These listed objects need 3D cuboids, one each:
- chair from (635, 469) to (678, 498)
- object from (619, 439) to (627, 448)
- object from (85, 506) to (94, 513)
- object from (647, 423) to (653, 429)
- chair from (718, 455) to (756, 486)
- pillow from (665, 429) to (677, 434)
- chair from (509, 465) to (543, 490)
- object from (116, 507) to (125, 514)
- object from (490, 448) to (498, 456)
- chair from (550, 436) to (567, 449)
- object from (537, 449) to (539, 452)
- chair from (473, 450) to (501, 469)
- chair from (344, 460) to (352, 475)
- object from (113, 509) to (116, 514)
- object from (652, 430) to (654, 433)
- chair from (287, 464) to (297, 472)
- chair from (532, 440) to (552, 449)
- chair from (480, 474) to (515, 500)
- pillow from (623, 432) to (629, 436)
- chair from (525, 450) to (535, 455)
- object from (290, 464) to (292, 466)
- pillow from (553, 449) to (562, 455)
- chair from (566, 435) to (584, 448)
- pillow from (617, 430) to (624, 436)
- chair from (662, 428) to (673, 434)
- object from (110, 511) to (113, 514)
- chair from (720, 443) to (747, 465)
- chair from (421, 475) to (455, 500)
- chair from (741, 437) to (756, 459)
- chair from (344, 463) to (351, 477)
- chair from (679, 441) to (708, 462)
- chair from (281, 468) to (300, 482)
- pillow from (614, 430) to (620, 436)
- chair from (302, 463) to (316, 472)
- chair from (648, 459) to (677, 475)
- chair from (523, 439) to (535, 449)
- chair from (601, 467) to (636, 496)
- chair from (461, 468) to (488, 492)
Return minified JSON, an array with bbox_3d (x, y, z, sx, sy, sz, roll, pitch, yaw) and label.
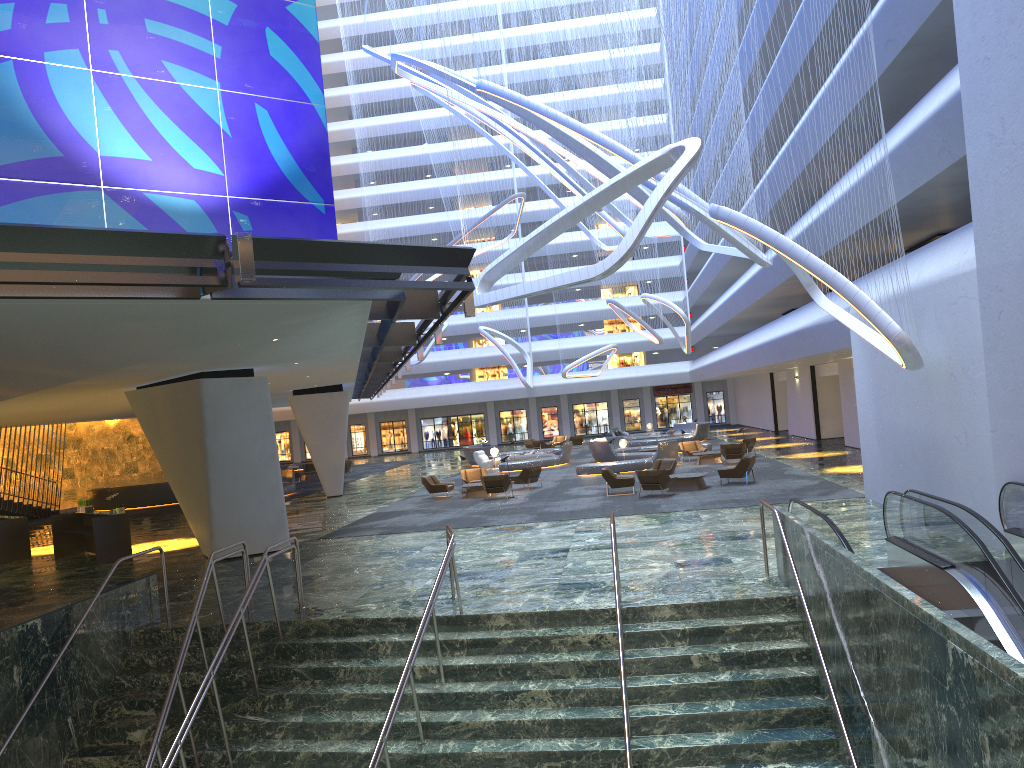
[{"bbox_3d":[3.875,2.656,23.886,0.931,0.767,0.937,-6,-1,34],"label":"chair"},{"bbox_3d":[4.760,2.546,37.942,0.367,0.387,0.318,-5,0,14],"label":"object"},{"bbox_3d":[-10.669,3.173,22.372,0.150,0.145,0.150,-6,-1,40],"label":"object"},{"bbox_3d":[8.836,2.714,56.887,0.366,0.387,0.318,-5,0,-11],"label":"object"},{"bbox_3d":[6.395,2.459,25.140,0.940,0.767,0.928,-6,-1,31],"label":"chair"},{"bbox_3d":[9.215,2.763,51.346,0.691,0.262,0.878,-4,-2,-31],"label":"pillow"},{"bbox_3d":[0.479,3.133,29.625,0.940,0.767,0.928,-6,-1,40],"label":"chair"},{"bbox_3d":[-9.308,3.008,21.073,0.149,0.150,0.149,-6,-1,41],"label":"object"},{"bbox_3d":[-0.813,3.151,41.094,0.366,0.387,0.318,-5,0,-11],"label":"object"},{"bbox_3d":[2.926,3.620,54.812,0.930,0.767,0.938,-6,-1,25],"label":"chair"},{"bbox_3d":[1.346,3.422,45.603,0.071,0.118,0.151,-5,-1,17],"label":"object"},{"bbox_3d":[-1.148,3.574,41.928,1.158,0.882,0.728,-6,-1,26],"label":"chair"},{"bbox_3d":[-9.172,4.543,47.894,0.937,0.767,0.931,-4,-1,-45],"label":"chair"},{"bbox_3d":[-9.489,3.050,21.237,0.108,0.108,0.111,-6,-1,41],"label":"object"},{"bbox_3d":[8.666,2.920,54.272,0.131,0.252,0.103,-5,0,-10],"label":"object"},{"bbox_3d":[-14.014,5.363,56.380,0.587,0.501,0.490,-6,-1,23],"label":"chair"},{"bbox_3d":[1.723,3.642,51.687,0.937,0.767,0.931,-5,-1,-42],"label":"chair"},{"bbox_3d":[-0.454,3.152,27.268,0.930,0.767,0.938,-5,-1,13],"label":"chair"},{"bbox_3d":[6.995,3.101,55.217,0.875,0.280,0.683,-7,-2,44],"label":"pillow"},{"bbox_3d":[0.452,3.726,45.812,1.782,0.501,0.586,-4,-1,-29],"label":"chair"},{"bbox_3d":[-13.877,5.117,55.737,0.071,0.118,0.151,-5,-1,42],"label":"object"},{"bbox_3d":[2.298,3.092,40.342,0.693,0.262,0.877,-6,-2,15],"label":"pillow"},{"bbox_3d":[3.837,3.486,53.073,0.928,0.767,0.939,-5,-1,-15],"label":"chair"},{"bbox_3d":[6.748,3.024,54.951,0.315,0.386,0.784,-5,-1,22],"label":"pillow"},{"bbox_3d":[9.540,2.947,52.675,0.940,0.767,0.928,-6,-1,40],"label":"chair"},{"bbox_3d":[-9.636,3.086,21.371,0.072,0.070,0.073,-6,-1,41],"label":"object"},{"bbox_3d":[7.981,2.504,31.924,0.930,0.767,0.938,-5,-1,13],"label":"chair"},{"bbox_3d":[-2.438,3.393,29.272,0.939,0.767,0.929,-6,-1,15],"label":"chair"},{"bbox_3d":[8.914,2.485,34.281,0.940,0.767,0.928,-6,-1,40],"label":"chair"},{"bbox_3d":[-8.902,4.463,45.948,0.929,0.767,0.938,-5,-1,5],"label":"chair"},{"bbox_3d":[7.172,2.671,35.176,0.929,0.767,0.939,-5,-1,-10],"label":"chair"},{"bbox_3d":[-11.360,4.673,45.365,0.937,0.767,0.930,-5,-1,-22],"label":"chair"},{"bbox_3d":[6.540,3.068,54.941,0.295,0.369,0.768,-5,-1,19],"label":"pillow"},{"bbox_3d":[-10.865,4.706,48.145,0.928,0.767,0.940,-5,-1,-20],"label":"chair"},{"bbox_3d":[4.464,2.684,26.776,0.937,0.767,0.931,-5,-1,-32],"label":"chair"},{"bbox_3d":[1.250,3.765,54.471,0.928,0.767,0.940,-5,-1,-40],"label":"chair"},{"bbox_3d":[3.067,2.774,25.401,0.939,0.767,0.929,-5,-1,9],"label":"chair"},{"bbox_3d":[-1.263,3.319,30.520,0.929,0.767,0.939,-5,-1,-10],"label":"chair"}]
